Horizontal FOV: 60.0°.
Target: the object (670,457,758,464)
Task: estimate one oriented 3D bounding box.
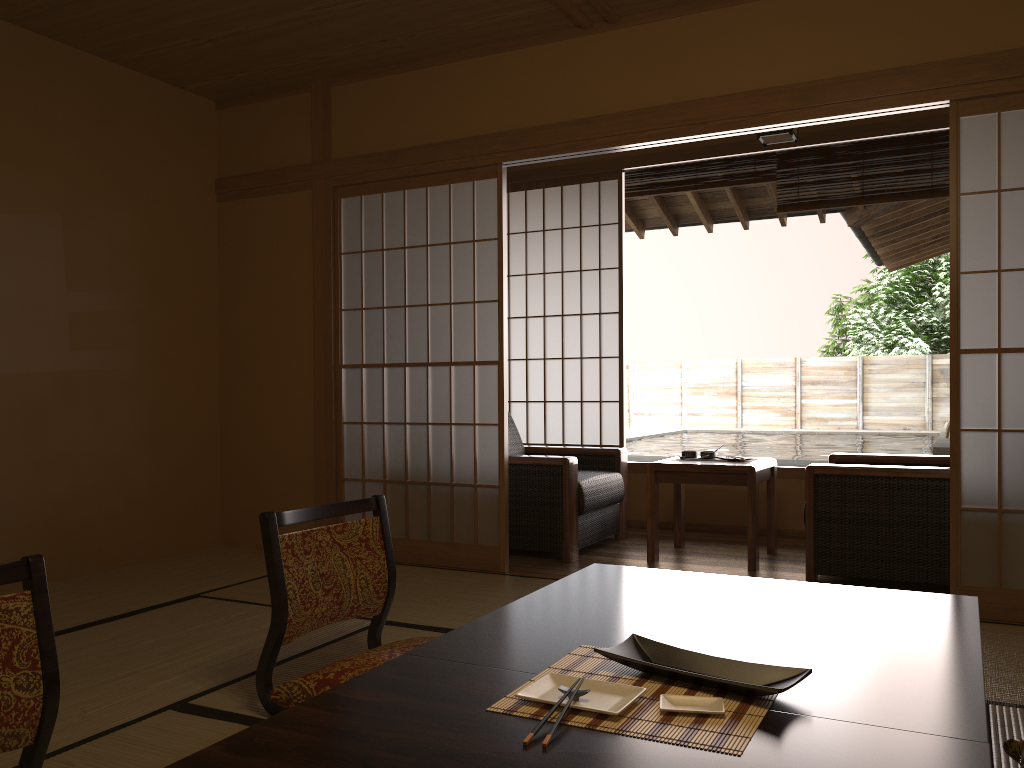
[{"bbox_3d":[1.038,0.392,4.563,0.401,0.003,0.300,-1,-1,27],"label":"object"}]

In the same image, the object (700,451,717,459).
[{"bbox_3d":[1.032,0.373,4.660,0.084,0.037,0.084,-1,0,19],"label":"object"}]

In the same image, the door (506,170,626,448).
[{"bbox_3d":[0.279,-0.430,5.922,0.992,1.873,0.040,0,1,27],"label":"door"}]

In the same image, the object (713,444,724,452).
[{"bbox_3d":[1.057,0.350,4.663,0.117,0.068,0.038,0,0,-8],"label":"object"}]

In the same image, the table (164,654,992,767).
[{"bbox_3d":[0.009,0.690,1.039,0.995,0.357,0.994,-1,0,27],"label":"table"}]

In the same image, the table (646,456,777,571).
[{"bbox_3d":[1.039,0.643,4.567,0.540,0.500,0.540,0,0,27],"label":"table"}]

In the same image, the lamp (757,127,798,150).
[{"bbox_3d":[1.302,-1.522,4.349,0.330,0.682,0.330,0,0,27],"label":"lamp"}]

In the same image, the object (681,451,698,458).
[{"bbox_3d":[0.941,0.374,4.703,0.084,0.037,0.084,0,0,-35],"label":"object"}]

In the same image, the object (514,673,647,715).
[{"bbox_3d":[0.112,0.505,1.438,0.180,0.014,0.130,-1,-1,29],"label":"object"}]

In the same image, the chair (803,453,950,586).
[{"bbox_3d":[1.874,0.497,4.097,0.943,0.779,0.872,0,0,27],"label":"chair"}]

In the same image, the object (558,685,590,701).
[{"bbox_3d":[0.100,0.499,1.428,0.050,0.018,0.015,-1,0,24],"label":"object"}]

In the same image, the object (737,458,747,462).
[{"bbox_3d":[1.148,0.380,4.418,0.050,0.018,0.015,0,0,14],"label":"object"}]

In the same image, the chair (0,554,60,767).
[{"bbox_3d":[-0.765,0.604,1.404,0.699,0.546,0.582,0,0,26],"label":"chair"}]

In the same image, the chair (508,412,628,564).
[{"bbox_3d":[0.095,0.517,5.003,0.943,0.779,0.872,0,0,27],"label":"chair"}]

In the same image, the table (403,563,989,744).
[{"bbox_3d":[0.459,0.695,1.926,0.995,0.357,0.994,-1,0,27],"label":"table"}]

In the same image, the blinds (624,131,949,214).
[{"bbox_3d":[1.586,-1.317,5.311,1.932,0.594,0.048,-1,0,27],"label":"blinds"}]

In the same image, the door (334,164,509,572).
[{"bbox_3d":[-0.472,-0.068,4.443,0.992,1.934,0.040,0,1,27],"label":"door"}]

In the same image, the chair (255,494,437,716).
[{"bbox_3d":[-0.278,0.609,2.376,0.687,0.546,0.582,0,0,31],"label":"chair"}]

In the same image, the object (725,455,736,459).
[{"bbox_3d":[1.117,0.372,4.529,0.006,0.007,0.230,0,-1,1],"label":"object"}]

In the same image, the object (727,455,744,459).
[{"bbox_3d":[1.139,0.372,4.538,0.006,0.007,0.230,0,-1,-7],"label":"object"}]

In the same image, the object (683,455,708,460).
[{"bbox_3d":[0.948,0.379,4.575,0.130,0.026,0.038,0,0,11],"label":"object"}]

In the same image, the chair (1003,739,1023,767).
[{"bbox_3d":[1.260,0.591,1.527,0.699,0.546,0.582,0,0,26],"label":"chair"}]

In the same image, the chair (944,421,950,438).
[{"bbox_3d":[3.612,-0.015,6.198,0.677,0.852,1.226,0,0,2],"label":"chair"}]

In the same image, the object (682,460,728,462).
[{"bbox_3d":[0.976,0.388,4.498,0.230,0.007,0.006,-1,0,22],"label":"object"}]

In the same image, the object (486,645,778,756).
[{"bbox_3d":[0.226,0.513,1.486,0.401,0.003,0.398,-1,-1,27],"label":"object"}]

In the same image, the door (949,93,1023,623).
[{"bbox_3d":[2.100,-0.097,3.134,0.992,1.934,0.040,0,1,27],"label":"door"}]

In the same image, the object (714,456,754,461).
[{"bbox_3d":[1.134,0.382,4.535,0.131,0.015,0.181,0,-1,-18],"label":"object"}]

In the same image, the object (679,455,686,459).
[{"bbox_3d":[0.887,0.383,4.624,0.015,0.018,0.050,0,0,-21],"label":"object"}]

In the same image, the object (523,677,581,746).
[{"bbox_3d":[0.065,0.500,1.364,0.006,0.030,0.229,0,0,24],"label":"object"}]

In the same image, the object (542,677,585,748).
[{"bbox_3d":[0.082,0.499,1.360,0.006,0.030,0.229,0,0,19],"label":"object"}]

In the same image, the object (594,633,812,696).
[{"bbox_3d":[0.322,0.492,1.530,0.349,0.039,0.129,-1,-1,40],"label":"object"}]

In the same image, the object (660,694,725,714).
[{"bbox_3d":[0.282,0.507,1.392,0.099,0.013,0.067,0,0,10],"label":"object"}]
